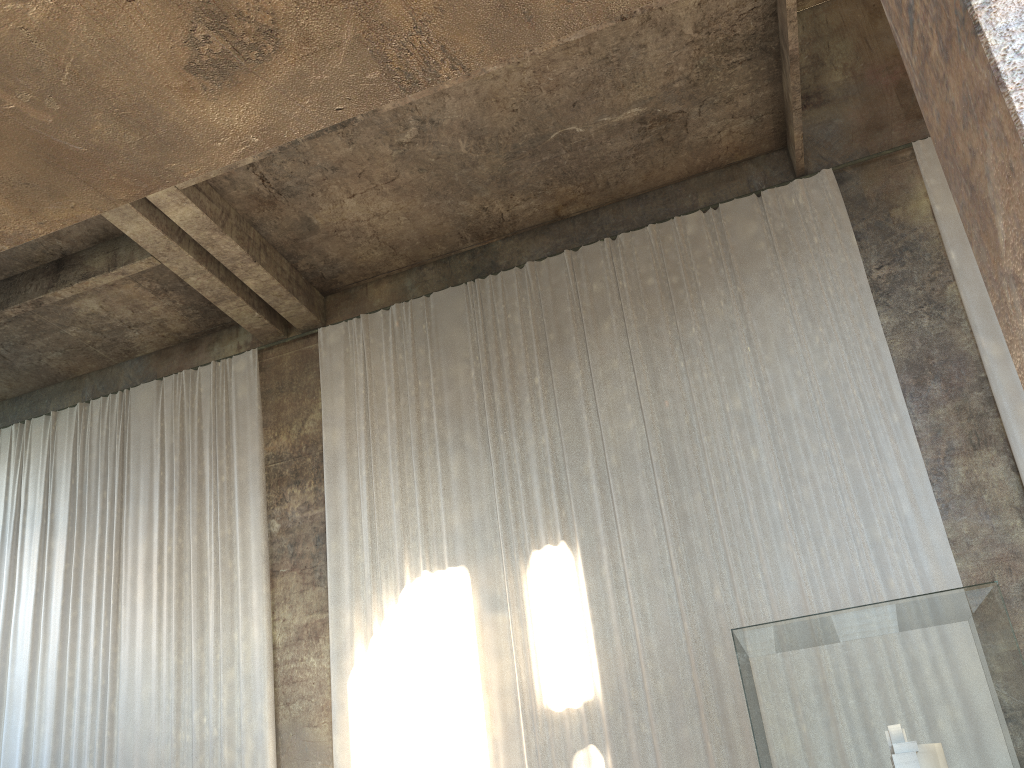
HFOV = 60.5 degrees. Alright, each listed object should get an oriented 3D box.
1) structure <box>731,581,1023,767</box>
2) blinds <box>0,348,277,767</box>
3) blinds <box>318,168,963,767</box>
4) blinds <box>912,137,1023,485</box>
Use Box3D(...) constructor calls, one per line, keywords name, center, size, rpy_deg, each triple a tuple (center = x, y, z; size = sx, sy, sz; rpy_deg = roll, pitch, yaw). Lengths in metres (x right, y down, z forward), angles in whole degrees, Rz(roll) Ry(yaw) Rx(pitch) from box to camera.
Box3D(name="structure", center=(1.198, 1.450, 2.550), size=(0.749, 1.475, 0.617), rpy_deg=(-14, -23, 15))
Box3D(name="blinds", center=(-7.061, 4.194, 13.375), size=(7.884, 8.246, 0.285), rpy_deg=(-14, -23, 15))
Box3D(name="blinds", center=(1.067, 1.954, 11.032), size=(7.895, 8.246, 0.285), rpy_deg=(-15, -23, 17))
Box3D(name="blinds", center=(9.171, -0.279, 8.697), size=(7.895, 8.246, 0.285), rpy_deg=(-15, -23, 17))
